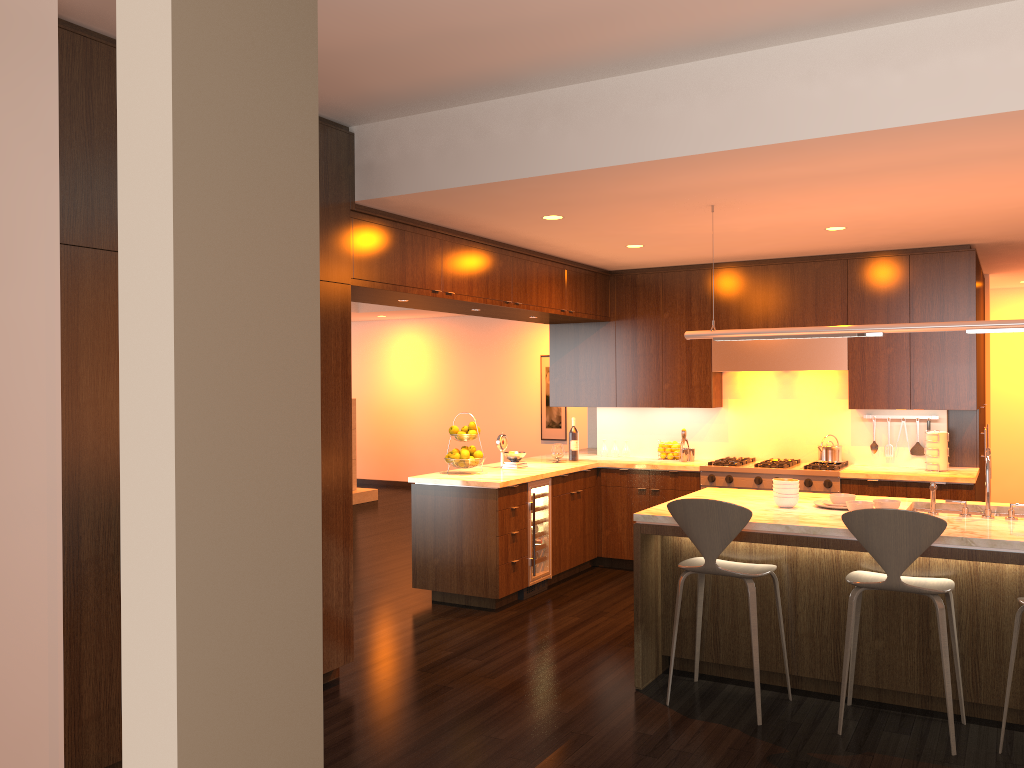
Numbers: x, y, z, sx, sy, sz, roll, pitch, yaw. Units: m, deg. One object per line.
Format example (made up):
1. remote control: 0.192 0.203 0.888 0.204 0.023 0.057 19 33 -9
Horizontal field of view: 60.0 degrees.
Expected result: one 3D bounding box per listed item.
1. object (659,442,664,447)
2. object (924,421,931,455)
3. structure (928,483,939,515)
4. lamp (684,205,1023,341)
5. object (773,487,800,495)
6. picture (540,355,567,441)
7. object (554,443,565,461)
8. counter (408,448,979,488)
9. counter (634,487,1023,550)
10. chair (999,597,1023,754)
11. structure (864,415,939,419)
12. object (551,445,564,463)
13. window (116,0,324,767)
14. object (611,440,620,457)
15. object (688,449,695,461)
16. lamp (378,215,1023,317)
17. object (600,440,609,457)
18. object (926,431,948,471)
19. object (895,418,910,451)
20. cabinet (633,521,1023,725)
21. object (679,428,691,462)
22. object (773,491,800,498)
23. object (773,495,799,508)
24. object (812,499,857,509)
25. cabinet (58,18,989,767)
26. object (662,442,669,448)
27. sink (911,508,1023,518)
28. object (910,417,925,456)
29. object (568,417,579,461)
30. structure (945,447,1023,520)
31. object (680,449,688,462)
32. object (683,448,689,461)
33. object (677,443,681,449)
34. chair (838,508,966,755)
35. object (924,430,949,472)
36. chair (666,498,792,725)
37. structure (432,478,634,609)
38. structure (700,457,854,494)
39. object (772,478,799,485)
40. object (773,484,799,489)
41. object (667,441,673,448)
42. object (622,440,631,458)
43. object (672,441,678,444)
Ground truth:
1. object: 1.317 0.539 7.792 0.052 0.060 0.057 -1 0 -39
2. object: 3.225 0.424 6.862 0.063 0.281 0.063 0 0 7
3. structure: 2.134 0.582 4.496 0.050 0.161 0.067 0 0 30
4. lamp: 2.077 -0.631 4.474 2.465 0.765 0.120 0 0 30
5. object: 1.484 0.591 4.800 0.140 0.062 0.139 0 0 30
6. picture: 0.581 0.193 12.455 0.398 1.200 0.012 0 0 30
7. object: 0.401 0.594 7.694 0.112 0.151 0.112 -1 0 -42
8. counter: 1.599 0.681 6.969 3.616 0.038 3.187 0 0 30
9. counter: 2.126 0.682 4.494 2.711 0.038 1.280 0 0 30
10. chair: 2.317 1.055 3.532 0.520 1.047 0.506 0 0 5
11. structure: 3.051 0.260 6.968 0.541 0.031 0.048 0 0 33
12. object: 0.386 0.594 7.541 0.112 0.151 0.112 -1 0 -42
13. window: 0.097 -0.087 0.528 2.310 2.201 0.152 0 0 31
14. object: 0.941 0.587 8.087 0.079 0.154 0.079 0 0 12
15. object: 1.534 0.608 7.582 0.060 0.106 0.060 0 0 -28
16. lamp: -2.995 -1.073 10.445 16.431 0.171 5.868 0 0 29
17. object: 0.848 0.588 8.142 0.079 0.154 0.079 0 0 12
18. object: 3.180 0.501 6.638 0.144 0.286 0.149 0 0 11
19. object: 3.062 0.402 6.955 0.114 0.271 0.008 0 0 30
20. cabinet: 2.129 1.139 4.495 2.713 0.876 1.281 0 0 30
21. object: 1.453 0.518 7.546 0.101 0.288 0.088 0 0 -30
22. object: 1.484 0.613 4.801 0.140 0.068 0.139 0 0 12
23. object: 1.484 0.637 4.801 0.140 0.059 0.139 0 0 21
24. object: 1.786 0.654 4.791 0.310 0.021 0.309 0 0 30
25. cabinet: 1.853 0.078 5.467 5.521 2.997 7.728 0 0 30
26. object: 1.344 0.535 7.746 0.063 0.051 0.053 0 0 20
27. sink: 2.493 0.785 4.628 0.813 0.176 0.457 0 0 30
28. object: 3.166 0.410 6.915 0.112 0.303 0.036 0 0 30
29. object: 0.535 0.479 7.697 0.095 0.378 0.094 -1 0 -35
30. structure: 2.384 0.491 4.392 0.321 0.341 0.310 0 0 -23
31. object: 1.461 0.608 7.533 0.060 0.106 0.060 0 0 -28
32. object: 1.496 0.608 7.647 0.060 0.106 0.060 0 0 -28
33. object: 1.454 0.546 7.774 0.051 0.053 0.063 0 0 -14
34. chair: 1.755 1.058 4.028 0.520 1.047 0.506 0 0 30
35. object: 3.178 0.499 6.647 0.168 0.304 0.160 0 0 -16
36. chair: 1.046 1.062 4.384 0.520 1.047 0.506 0 0 35
37. structure: 1.639 1.145 7.021 3.400 0.862 3.060 0 0 30
38. structure: 2.160 0.644 7.186 1.067 0.422 0.824 0 0 30
39. object: 1.483 0.548 4.801 0.140 0.062 0.139 0 0 38
40. object: 1.483 0.569 4.801 0.140 0.064 0.139 0 0 4
41. object: 1.385 0.532 7.789 0.051 0.053 0.063 0 0 -26
42. object: 1.036 0.587 8.030 0.079 0.154 0.079 0 0 12
43. object: 1.443 0.533 7.840 0.050 0.060 0.059 0 0 -28
